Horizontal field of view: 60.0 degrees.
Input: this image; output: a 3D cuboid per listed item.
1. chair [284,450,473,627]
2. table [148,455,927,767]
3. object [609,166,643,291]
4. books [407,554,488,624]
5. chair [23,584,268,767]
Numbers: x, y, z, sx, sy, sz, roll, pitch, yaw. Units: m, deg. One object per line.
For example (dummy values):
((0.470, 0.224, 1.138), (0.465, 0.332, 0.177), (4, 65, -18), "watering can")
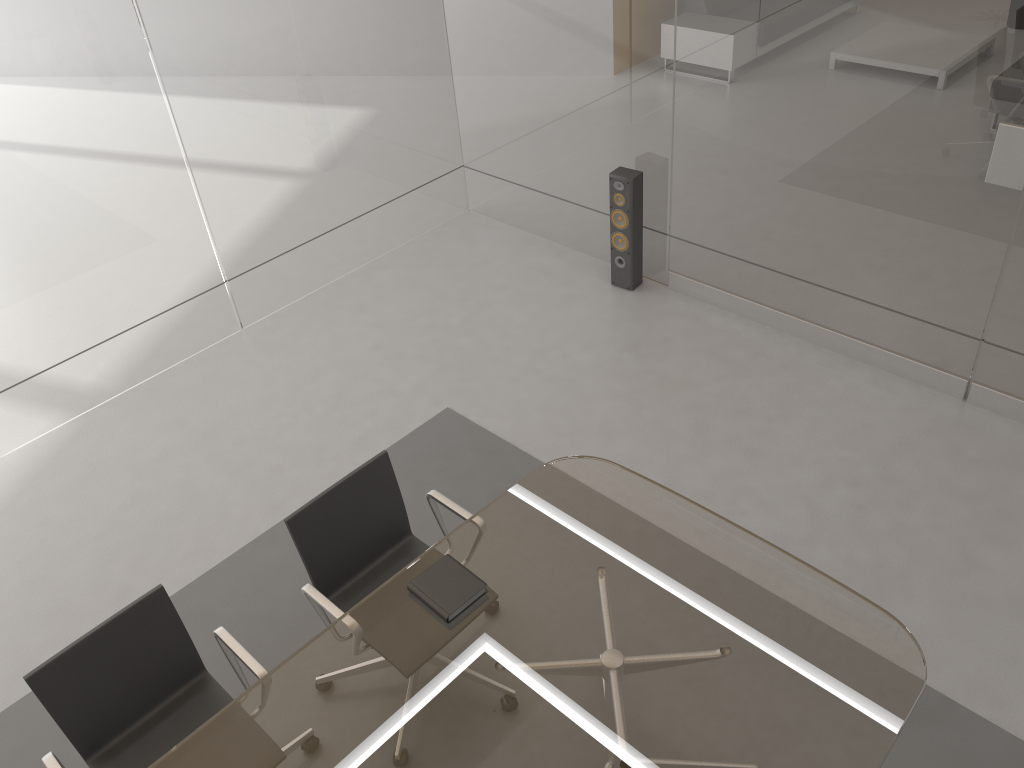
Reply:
((-0.326, 0.750, 3.000), (0.710, 0.805, 0.731), (14, 42, 24), "chair")
((-0.324, 1.459, 2.141), (1.372, 0.721, 3.054), (28, 49, 36), "table")
((0.647, -0.872, 5.053), (0.152, 0.706, 0.124), (23, 46, 33), "object")
((-0.190, 0.602, 2.617), (0.164, 0.032, 0.183), (-34, 45, -31), "books")
((-0.936, 1.119, 2.605), (0.710, 0.805, 0.731), (14, 42, 24), "chair")
